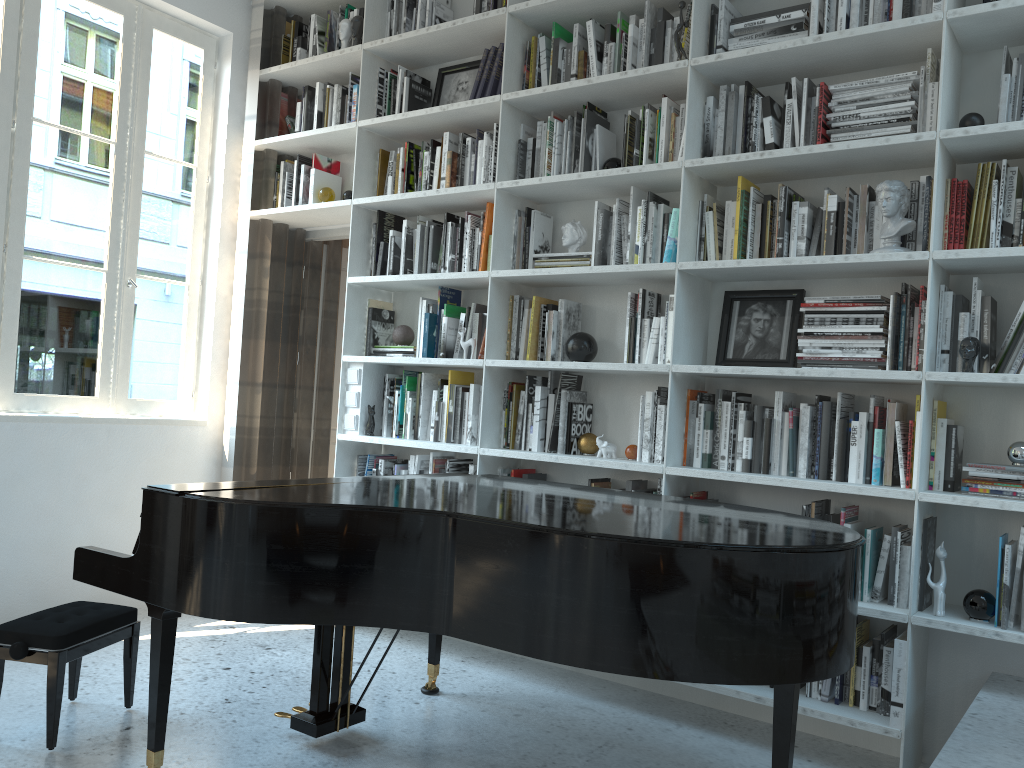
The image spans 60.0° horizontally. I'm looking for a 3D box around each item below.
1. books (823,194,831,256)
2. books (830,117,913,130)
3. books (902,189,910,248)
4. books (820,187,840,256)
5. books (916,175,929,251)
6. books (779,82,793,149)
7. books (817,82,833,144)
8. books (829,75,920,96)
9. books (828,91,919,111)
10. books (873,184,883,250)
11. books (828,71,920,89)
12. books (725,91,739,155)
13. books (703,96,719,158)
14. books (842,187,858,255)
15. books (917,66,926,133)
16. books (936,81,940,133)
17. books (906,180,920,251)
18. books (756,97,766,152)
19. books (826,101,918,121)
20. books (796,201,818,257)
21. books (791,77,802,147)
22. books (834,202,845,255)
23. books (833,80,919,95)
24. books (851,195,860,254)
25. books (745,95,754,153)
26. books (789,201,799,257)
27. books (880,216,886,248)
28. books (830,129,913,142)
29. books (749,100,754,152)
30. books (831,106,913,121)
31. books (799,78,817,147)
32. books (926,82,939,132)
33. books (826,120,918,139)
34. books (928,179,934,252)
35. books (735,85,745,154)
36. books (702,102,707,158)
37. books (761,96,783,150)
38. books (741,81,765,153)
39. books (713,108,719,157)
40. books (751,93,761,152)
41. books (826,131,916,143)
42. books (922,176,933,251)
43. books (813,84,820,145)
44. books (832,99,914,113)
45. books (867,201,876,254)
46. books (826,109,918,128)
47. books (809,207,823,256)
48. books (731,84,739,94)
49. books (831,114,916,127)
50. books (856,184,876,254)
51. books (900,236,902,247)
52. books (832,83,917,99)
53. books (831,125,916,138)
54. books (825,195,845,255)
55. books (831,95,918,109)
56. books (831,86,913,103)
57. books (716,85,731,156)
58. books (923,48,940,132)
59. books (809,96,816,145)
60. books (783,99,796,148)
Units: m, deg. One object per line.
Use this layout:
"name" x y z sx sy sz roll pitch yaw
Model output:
"books" 1.115 -0.523 3.073 0.010 0.234 0.175 3 -1 35
"books" 1.236 -0.861 3.014 0.254 0.012 0.161 3 -2 37
"books" 1.324 -0.517 2.952 0.021 0.242 0.103 3 -1 35
"books" 1.109 -0.536 3.083 0.014 0.258 0.161 3 -1 35
"books" 1.360 -0.534 2.918 0.025 0.279 0.108 3 -1 35
"books" 0.997 -0.923 3.189 0.022 0.285 0.131 3 -1 35
"books" 1.098 -0.899 3.087 0.013 0.247 0.176 3 -1 35
"books" 1.240 -0.996 3.010 0.285 0.012 0.159 3 -2 30
"books" 1.243 -0.945 3.017 0.285 0.012 0.159 3 -2 34
"books" 1.249 -0.529 2.988 0.024 0.259 0.126 3 -1 35
"books" 1.245 -1.007 3.016 0.285 0.012 0.159 3 -2 37
"books" 0.841 -0.921 3.279 0.025 0.266 0.185 3 -1 35
"books" 0.771 -0.924 3.340 0.026 0.267 0.170 3 -1 35
"books" 1.160 -0.527 3.017 0.012 0.245 0.186 3 -1 35
"books" 1.357 -0.891 2.912 0.012 0.254 0.161 3 -1 35
"books" 1.418 -0.863 2.891 0.030 0.205 0.158 3 -1 35
"books" 1.333 -0.526 2.924 0.025 0.259 0.130 3 -1 35
"books" 0.924 -0.903 3.231 0.011 0.239 0.147 3 -1 35
"books" 1.237 -0.909 3.013 0.285 0.012 0.159 3 -2 38
"books" 1.047 -0.517 3.122 0.030 0.215 0.168 3 -1 35
"books" 1.036 -0.924 3.156 0.049 0.291 0.162 3 -1 35
"books" 1.148 -0.505 3.037 0.029 0.200 0.178 3 -1 35
"books" 1.246 -0.983 3.019 0.254 0.012 0.161 3 -2 35
"books" 1.196 -0.517 3.036 0.025 0.230 0.143 3 -1 35
"books" 0.894 -0.911 3.256 0.011 0.252 0.153 3 -1 35
"books" 1.024 -0.519 3.137 0.024 0.216 0.175 3 -1 35
"books" 1.270 -0.499 2.969 0.035 0.201 0.149 3 -1 35
"books" 1.236 -0.824 3.017 0.254 0.012 0.161 3 -2 35
"books" 0.904 -0.901 3.249 0.014 0.233 0.147 3 -1 35
"books" 1.239 -0.896 3.016 0.254 0.012 0.161 3 -2 36
"books" 1.056 -0.912 3.124 0.021 0.269 0.191 3 -1 35
"books" 1.390 -0.861 2.903 0.029 0.198 0.172 3 -1 35
"books" 1.234 -0.849 3.012 0.285 0.012 0.159 3 -2 32
"books" 1.384 -0.524 2.895 0.014 0.261 0.137 3 -1 35
"books" 0.874 -0.933 3.278 0.029 0.295 0.151 3 -1 35
"books" 0.761 -0.918 3.360 0.012 0.254 0.161 3 -1 35
"books" 0.952 -0.901 3.204 0.066 0.236 0.154 3 -1 35
"books" 0.885 -0.935 3.260 0.011 0.300 0.179 3 -1 35
"books" 0.800 -0.903 3.338 0.027 0.228 0.147 3 -1 35
"books" 0.913 -0.909 3.238 0.014 0.250 0.172 3 -1 35
"books" 1.235 -0.812 3.015 0.285 0.012 0.159 3 -2 36
"books" 1.366 -0.528 2.894 0.014 0.266 0.154 3 -1 35
"books" 1.094 -0.898 3.105 0.015 0.245 0.183 3 -1 35
"books" 1.238 -0.921 3.013 0.254 0.012 0.161 3 -2 32
"books" 1.232 -0.504 3.006 0.022 0.206 0.114 3 -1 35
"books" 1.239 -0.884 3.017 0.285 0.012 0.159 3 -2 36
"books" 1.086 -0.506 3.109 0.050 0.199 0.145 3 -1 35
"books" 0.841 -0.943 3.312 0.014 0.313 0.133 3 -1 35
"books" 1.237 -0.873 3.014 0.254 0.012 0.161 3 -2 33
"books" 1.206 -0.531 3.006 0.025 0.258 0.150 3 -1 35
"books" 1.302 -0.500 2.950 0.012 0.205 0.145 3 -1 35
"books" 1.243 -0.971 3.016 0.254 0.012 0.161 3 -2 37
"books" 1.236 -0.836 3.016 0.254 0.012 0.161 3 -2 34
"books" 1.124 -0.518 3.052 0.029 0.224 0.185 3 -1 35
"books" 1.240 -0.933 3.015 0.254 0.012 0.161 3 -2 37
"books" 1.238 -0.958 3.010 0.254 0.012 0.161 2 -2 40
"books" 0.814 -0.937 3.308 0.026 0.297 0.179 3 -1 35
"books" 1.378 -0.922 2.918 0.012 0.319 0.140 3 -1 35
"books" 1.082 -0.884 3.123 0.024 0.216 0.132 3 -1 35
"books" 1.010 -0.888 3.170 0.024 0.216 0.148 3 -1 35
